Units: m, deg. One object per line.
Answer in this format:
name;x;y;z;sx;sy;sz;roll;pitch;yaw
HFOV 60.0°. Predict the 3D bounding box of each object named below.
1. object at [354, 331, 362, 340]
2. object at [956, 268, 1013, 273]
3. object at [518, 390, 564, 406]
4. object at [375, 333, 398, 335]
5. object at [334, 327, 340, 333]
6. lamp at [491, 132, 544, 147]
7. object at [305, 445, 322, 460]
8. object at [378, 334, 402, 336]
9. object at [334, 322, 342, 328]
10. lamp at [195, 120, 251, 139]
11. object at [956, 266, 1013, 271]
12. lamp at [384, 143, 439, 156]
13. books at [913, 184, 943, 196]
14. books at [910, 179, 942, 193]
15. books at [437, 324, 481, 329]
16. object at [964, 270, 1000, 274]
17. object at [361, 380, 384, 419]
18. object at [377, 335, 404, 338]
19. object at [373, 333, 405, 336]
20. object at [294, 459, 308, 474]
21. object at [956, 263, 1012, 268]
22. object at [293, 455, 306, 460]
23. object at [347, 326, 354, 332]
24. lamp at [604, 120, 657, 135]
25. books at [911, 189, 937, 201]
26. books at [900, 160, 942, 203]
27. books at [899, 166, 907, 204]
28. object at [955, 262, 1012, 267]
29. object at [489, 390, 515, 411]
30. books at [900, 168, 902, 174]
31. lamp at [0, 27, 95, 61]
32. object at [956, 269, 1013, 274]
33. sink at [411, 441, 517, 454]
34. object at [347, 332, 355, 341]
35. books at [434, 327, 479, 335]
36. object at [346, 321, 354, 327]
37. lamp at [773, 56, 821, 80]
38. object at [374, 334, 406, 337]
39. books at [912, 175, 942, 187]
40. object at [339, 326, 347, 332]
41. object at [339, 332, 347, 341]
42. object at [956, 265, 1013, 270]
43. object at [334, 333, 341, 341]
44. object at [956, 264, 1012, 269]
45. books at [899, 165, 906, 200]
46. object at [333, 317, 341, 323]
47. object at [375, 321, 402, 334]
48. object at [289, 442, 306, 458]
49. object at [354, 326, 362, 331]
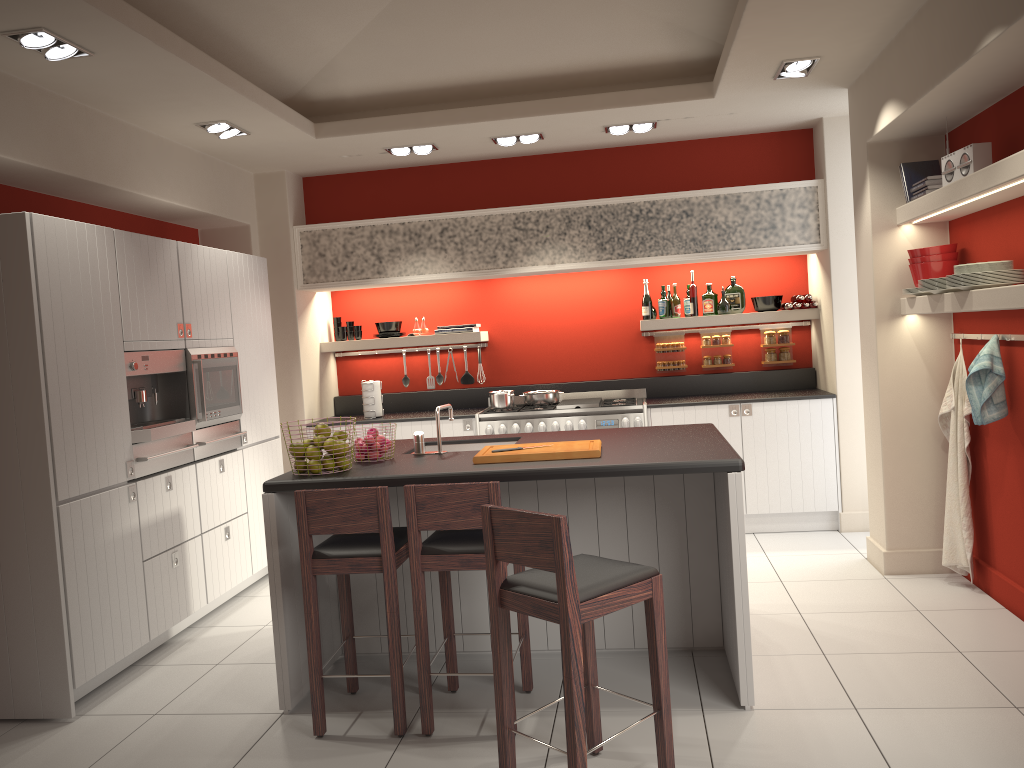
object;-1.301;-0.411;7.511;0.070;0.076;0.070;-5;3;-21
object;2.273;-0.539;4.274;0.255;0.015;0.255;-4;3;-11
object;0.240;0.113;7.247;0.309;0.104;0.309;-2;4;36
object;-1.044;-0.421;7.554;0.280;0.016;0.280;-4;3;7
object;-1.497;-0.448;7.643;0.070;0.076;0.070;-5;3;-21
lamp;0.041;-1.771;6.335;0.361;0.104;0.199;-3;3;8
object;-0.893;0.313;3.994;0.076;0.077;0.076;-5;3;-27
object;-1.043;-0.410;7.555;0.280;0.016;0.280;-4;3;7
object;-1.500;-0.492;7.641;0.070;0.076;0.070;-5;3;-21
lamp;-1.801;-1.594;5.536;0.199;0.084;0.361;-3;3;8
object;2.272;-0.549;4.274;0.255;0.015;0.255;-4;3;-11
lamp;-0.731;-1.723;6.444;0.361;0.109;0.199;-3;3;8
books;2.329;-1.059;4.828;0.207;0.019;0.258;-3;3;9
books;2.321;-1.084;4.839;0.207;0.030;0.258;-3;3;8
books;-0.443;-0.481;7.436;0.332;0.026;0.207;-3;3;8
object;2.273;-0.530;4.275;0.255;0.015;0.255;-4;3;-11
object;-1.132;0.120;7.167;0.163;0.304;0.168;-2;3;37
object;-1.042;-0.399;7.555;0.280;0.016;0.280;-4;3;7
object;-1.043;-0.416;7.555;0.280;0.016;0.280;-4;3;7
object;-0.948;0.369;3.996;0.068;0.068;0.068;-3;3;19
object;2.271;-0.564;4.273;0.255;0.015;0.255;-4;3;-11
object;-0.972;0.315;4.055;0.076;0.077;0.076;-5;3;-27
object;-1.387;-0.455;7.627;0.070;0.076;0.070;-5;3;-21
lamp;0.832;-1.819;6.223;0.361;0.103;0.199;-3;3;8
books;2.325;-1.035;4.842;0.207;0.030;0.258;-3;3;8
books;2.350;-1.157;5.073;0.207;0.246;0.136;-3;3;8
books;2.364;-1.159;5.119;0.208;0.242;0.126;-3;3;8
object;2.271;-0.569;4.273;0.255;0.015;0.255;-4;3;-11
object;-0.077;0.131;6.965;0.201;0.148;0.201;-4;3;1
books;2.362;-1.159;5.099;0.209;0.243;0.126;-4;3;8
lamp;-2.029;-1.502;3.886;0.199;0.103;0.361;-3;3;8
object;2.273;-0.535;4.275;0.255;0.015;0.255;-4;3;-11
sink;-0.244;0.473;4.698;0.567;0.258;0.516;-3;3;8
object;-1.384;-0.411;7.629;0.070;0.076;0.070;-5;3;-21
books;-0.459;-0.445;7.419;0.331;0.042;0.207;-3;3;13
object;-1.390;-0.499;7.625;0.070;0.076;0.070;-5;3;-21
lamp;1.617;-1.812;5.051;0.199;0.090;0.361;-3;3;8
object;-1.043;-0.405;7.555;0.280;0.016;0.280;-4;3;7
books;2.326;-1.109;4.825;0.207;0.019;0.258;-3;3;9
object;-1.422;-0.445;7.475;0.070;0.076;0.070;-5;3;-21
object;-1.419;-0.401;7.477;0.070;0.076;0.070;-5;3;-21
object;2.272;-0.554;4.274;0.255;0.015;0.255;-4;3;-11
object;-1.494;-0.405;7.645;0.070;0.076;0.070;-5;3;-21
object;2.271;-0.559;4.273;0.255;0.015;0.255;-4;3;-11
books;2.376;-1.166;5.147;0.210;0.248;0.136;-4;3;8
object;-1.503;-0.536;7.639;0.070;0.076;0.070;-5;3;-21
object;-1.047;-0.472;7.552;0.233;0.108;0.232;-6;4;-40
object;-0.964;0.296;3.988;0.077;0.068;0.076;-4;3;1
object;-1.304;-0.454;7.508;0.070;0.076;0.070;-5;3;-21
